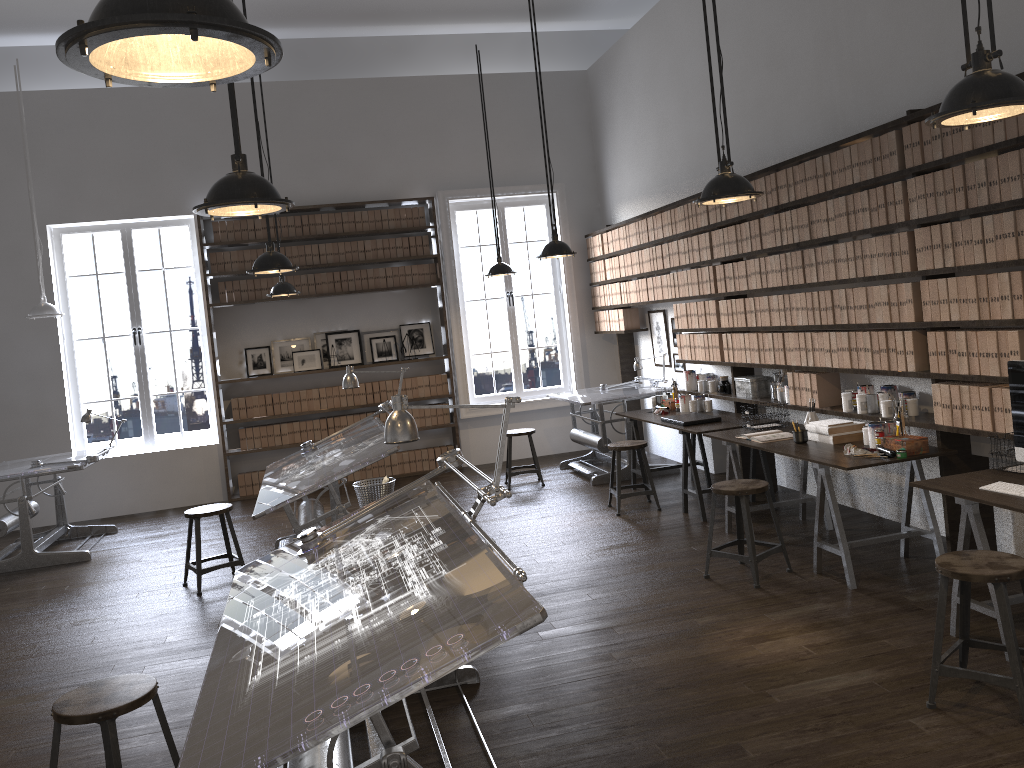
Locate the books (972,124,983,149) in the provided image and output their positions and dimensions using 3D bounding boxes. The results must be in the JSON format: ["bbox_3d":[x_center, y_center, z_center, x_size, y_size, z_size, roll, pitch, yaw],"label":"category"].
[{"bbox_3d":[2.300,-1.244,4.244,0.175,0.225,0.067,-6,2,-13],"label":"books"}]

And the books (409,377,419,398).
[{"bbox_3d":[-1.081,0.039,9.783,0.067,0.225,0.174,-6,2,-13],"label":"books"}]

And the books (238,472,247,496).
[{"bbox_3d":[-2.851,1.062,9.369,0.067,0.225,0.174,-6,2,-13],"label":"books"}]

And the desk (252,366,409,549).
[{"bbox_3d":[-1.219,0.567,6.241,1.078,1.384,2.282,-6,3,-13],"label":"desk"}]

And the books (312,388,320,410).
[{"bbox_3d":[-2.109,0.164,9.540,0.067,0.225,0.174,-6,2,-13],"label":"books"}]

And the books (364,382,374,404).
[{"bbox_3d":[-1.562,0.097,9.672,0.067,0.225,0.174,-6,2,-13],"label":"books"}]

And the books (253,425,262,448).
[{"bbox_3d":[-2.702,0.560,9.401,0.067,0.225,0.174,-6,2,-13],"label":"books"}]

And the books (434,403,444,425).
[{"bbox_3d":[-0.812,0.331,9.847,0.067,0.225,0.174,-6,2,-13],"label":"books"}]

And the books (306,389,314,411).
[{"bbox_3d":[-2.171,0.171,9.528,0.067,0.225,0.174,-6,2,-13],"label":"books"}]

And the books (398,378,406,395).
[{"bbox_3d":[-1.211,0.055,9.754,0.067,0.225,0.174,-6,2,-13],"label":"books"}]

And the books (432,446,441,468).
[{"bbox_3d":[-0.828,0.818,9.837,0.067,0.225,0.174,-6,2,-13],"label":"books"}]

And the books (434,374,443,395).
[{"bbox_3d":[-0.821,0.008,9.846,0.067,0.225,0.174,-6,2,-13],"label":"books"}]

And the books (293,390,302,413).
[{"bbox_3d":[-2.301,0.187,9.498,0.067,0.225,0.174,-6,2,-13],"label":"books"}]

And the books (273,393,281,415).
[{"bbox_3d":[-2.507,0.212,9.451,0.067,0.225,0.174,-6,2,-13],"label":"books"}]

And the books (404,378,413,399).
[{"bbox_3d":[-1.145,0.047,9.763,0.067,0.225,0.174,-6,2,-13],"label":"books"}]

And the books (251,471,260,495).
[{"bbox_3d":[-2.715,1.046,9.395,0.067,0.225,0.174,-6,2,-13],"label":"books"}]

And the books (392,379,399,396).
[{"bbox_3d":[-1.280,0.063,9.738,0.067,0.225,0.174,-6,2,-13],"label":"books"}]

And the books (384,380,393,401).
[{"bbox_3d":[-1.348,0.072,9.718,0.067,0.225,0.174,-6,2,-13],"label":"books"}]

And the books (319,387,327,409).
[{"bbox_3d":[-2.039,0.155,9.555,0.067,0.225,0.174,-6,2,-13],"label":"books"}]

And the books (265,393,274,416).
[{"bbox_3d":[-2.578,0.221,9.428,0.067,0.225,0.174,-6,2,-13],"label":"books"}]

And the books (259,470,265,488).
[{"bbox_3d":[-2.645,1.037,9.413,0.067,0.225,0.174,-6,2,-13],"label":"books"}]

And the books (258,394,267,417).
[{"bbox_3d":[-2.651,0.229,9.417,0.067,0.225,0.174,-6,2,-13],"label":"books"}]

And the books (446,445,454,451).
[{"bbox_3d":[-0.683,0.800,9.874,0.067,0.225,0.174,-6,2,-13],"label":"books"}]

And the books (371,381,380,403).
[{"bbox_3d":[-1.489,0.089,9.684,0.067,0.225,0.174,-6,2,-13],"label":"books"}]

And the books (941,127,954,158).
[{"bbox_3d":[2.255,-1.254,4.444,0.174,0.225,0.067,-6,2,-13],"label":"books"}]

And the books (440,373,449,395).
[{"bbox_3d":[-0.756,0.000,9.854,0.067,0.225,0.174,-6,2,-13],"label":"books"}]

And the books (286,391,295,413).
[{"bbox_3d":[-2.370,0.195,9.482,0.067,0.225,0.174,-6,2,-13],"label":"books"}]

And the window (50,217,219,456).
[{"bbox_3d":[-3.887,-0.471,9.220,1.484,2.494,0.153,-6,1,-13],"label":"window"}]

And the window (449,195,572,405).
[{"bbox_3d":[-0.023,-0.938,10.002,1.246,2.307,0.153,-6,1,-13],"label":"window"}]

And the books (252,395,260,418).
[{"bbox_3d":[-2.714,0.237,9.400,0.067,0.225,0.174,-6,2,-13],"label":"books"}]

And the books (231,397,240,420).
[{"bbox_3d":[-2.916,0.261,9.351,0.067,0.225,0.174,-6,2,-13],"label":"books"}]

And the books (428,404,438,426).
[{"bbox_3d":[-0.881,0.339,9.830,0.067,0.225,0.174,-6,2,-13],"label":"books"}]

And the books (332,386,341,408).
[{"bbox_3d":[-1.905,0.139,9.592,0.067,0.225,0.174,-6,2,-13],"label":"books"}]

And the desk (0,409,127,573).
[{"bbox_3d":[-3.894,0.844,7.579,1.173,1.187,1.270,-7,3,-13],"label":"desk"}]

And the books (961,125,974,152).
[{"bbox_3d":[2.281,-1.246,4.308,0.175,0.225,0.067,-6,2,-13],"label":"books"}]

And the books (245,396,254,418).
[{"bbox_3d":[-2.775,0.245,9.381,0.067,0.225,0.174,-6,2,-13],"label":"books"}]

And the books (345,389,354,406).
[{"bbox_3d":[-1.765,0.122,9.618,0.067,0.225,0.174,-6,2,-13],"label":"books"}]

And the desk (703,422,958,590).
[{"bbox_3d":[1.856,0.677,5.375,0.656,0.668,1.670,-7,4,-13],"label":"desk"}]

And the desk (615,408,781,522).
[{"bbox_3d":[1.454,0.592,7.093,0.656,0.668,1.670,-7,4,-13],"label":"desk"}]

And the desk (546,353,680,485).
[{"bbox_3d":[1.029,0.299,8.673,1.072,1.096,1.270,-7,3,-13],"label":"desk"}]

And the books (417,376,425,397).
[{"bbox_3d":[-1.020,0.032,9.796,0.067,0.225,0.174,-6,2,-13],"label":"books"}]

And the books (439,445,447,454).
[{"bbox_3d":[-0.757,0.809,9.859,0.067,0.225,0.174,-6,2,-13],"label":"books"}]

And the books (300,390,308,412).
[{"bbox_3d":[-2.234,0.179,9.508,0.067,0.225,0.174,-6,2,-13],"label":"books"}]

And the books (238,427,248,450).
[{"bbox_3d":[-2.841,0.577,9.365,0.067,0.225,0.174,-6,2,-13],"label":"books"}]

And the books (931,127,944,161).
[{"bbox_3d":[2.235,-1.257,4.512,0.174,0.225,0.067,-6,2,-13],"label":"books"}]

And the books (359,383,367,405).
[{"bbox_3d":[-1.635,0.106,9.653,0.067,0.225,0.174,-6,2,-13],"label":"books"}]

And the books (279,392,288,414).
[{"bbox_3d":[-2.437,0.204,9.462,0.067,0.225,0.174,-6,2,-13],"label":"books"}]

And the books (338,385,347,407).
[{"bbox_3d":[-1.836,0.131,9.604,0.067,0.225,0.174,-6,2,-13],"label":"books"}]

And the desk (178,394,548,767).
[{"bbox_3d":[-0.455,0.730,2.977,1.078,1.384,2.071,-6,3,-13],"label":"desk"}]

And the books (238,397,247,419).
[{"bbox_3d":[-2.845,0.253,9.365,0.067,0.225,0.174,-6,2,-13],"label":"books"}]

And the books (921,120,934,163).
[{"bbox_3d":[2.223,-1.261,4.582,0.175,0.225,0.067,-6,2,-13],"label":"books"}]

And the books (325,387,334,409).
[{"bbox_3d":[-1.972,0.147,9.575,0.067,0.225,0.174,-6,2,-13],"label":"books"}]

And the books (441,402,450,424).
[{"bbox_3d":[-0.743,0.323,9.859,0.067,0.225,0.174,-6,2,-13],"label":"books"}]

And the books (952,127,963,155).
[{"bbox_3d":[2.271,-1.250,4.375,0.175,0.225,0.067,-6,2,-13],"label":"books"}]

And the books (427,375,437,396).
[{"bbox_3d":[-0.888,0.016,9.829,0.067,0.225,0.174,-6,2,-13],"label":"books"}]

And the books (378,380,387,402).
[{"bbox_3d":[-1.418,0.080,9.706,0.067,0.225,0.174,-6,2,-13],"label":"books"}]

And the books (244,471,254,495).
[{"bbox_3d":[-2.783,1.054,9.383,0.067,0.225,0.174,-6,2,-13],"label":"books"}]

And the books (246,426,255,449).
[{"bbox_3d":[-2.771,0.568,9.381,0.067,0.225,0.174,-6,2,-13],"label":"books"}]

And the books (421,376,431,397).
[{"bbox_3d":[-0.955,0.024,9.809,0.067,0.225,0.174,-6,2,-13],"label":"books"}]

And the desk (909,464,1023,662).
[{"bbox_3d":[2.344,0.782,3.291,0.656,0.668,1.670,-7,4,-13],"label":"desk"}]
